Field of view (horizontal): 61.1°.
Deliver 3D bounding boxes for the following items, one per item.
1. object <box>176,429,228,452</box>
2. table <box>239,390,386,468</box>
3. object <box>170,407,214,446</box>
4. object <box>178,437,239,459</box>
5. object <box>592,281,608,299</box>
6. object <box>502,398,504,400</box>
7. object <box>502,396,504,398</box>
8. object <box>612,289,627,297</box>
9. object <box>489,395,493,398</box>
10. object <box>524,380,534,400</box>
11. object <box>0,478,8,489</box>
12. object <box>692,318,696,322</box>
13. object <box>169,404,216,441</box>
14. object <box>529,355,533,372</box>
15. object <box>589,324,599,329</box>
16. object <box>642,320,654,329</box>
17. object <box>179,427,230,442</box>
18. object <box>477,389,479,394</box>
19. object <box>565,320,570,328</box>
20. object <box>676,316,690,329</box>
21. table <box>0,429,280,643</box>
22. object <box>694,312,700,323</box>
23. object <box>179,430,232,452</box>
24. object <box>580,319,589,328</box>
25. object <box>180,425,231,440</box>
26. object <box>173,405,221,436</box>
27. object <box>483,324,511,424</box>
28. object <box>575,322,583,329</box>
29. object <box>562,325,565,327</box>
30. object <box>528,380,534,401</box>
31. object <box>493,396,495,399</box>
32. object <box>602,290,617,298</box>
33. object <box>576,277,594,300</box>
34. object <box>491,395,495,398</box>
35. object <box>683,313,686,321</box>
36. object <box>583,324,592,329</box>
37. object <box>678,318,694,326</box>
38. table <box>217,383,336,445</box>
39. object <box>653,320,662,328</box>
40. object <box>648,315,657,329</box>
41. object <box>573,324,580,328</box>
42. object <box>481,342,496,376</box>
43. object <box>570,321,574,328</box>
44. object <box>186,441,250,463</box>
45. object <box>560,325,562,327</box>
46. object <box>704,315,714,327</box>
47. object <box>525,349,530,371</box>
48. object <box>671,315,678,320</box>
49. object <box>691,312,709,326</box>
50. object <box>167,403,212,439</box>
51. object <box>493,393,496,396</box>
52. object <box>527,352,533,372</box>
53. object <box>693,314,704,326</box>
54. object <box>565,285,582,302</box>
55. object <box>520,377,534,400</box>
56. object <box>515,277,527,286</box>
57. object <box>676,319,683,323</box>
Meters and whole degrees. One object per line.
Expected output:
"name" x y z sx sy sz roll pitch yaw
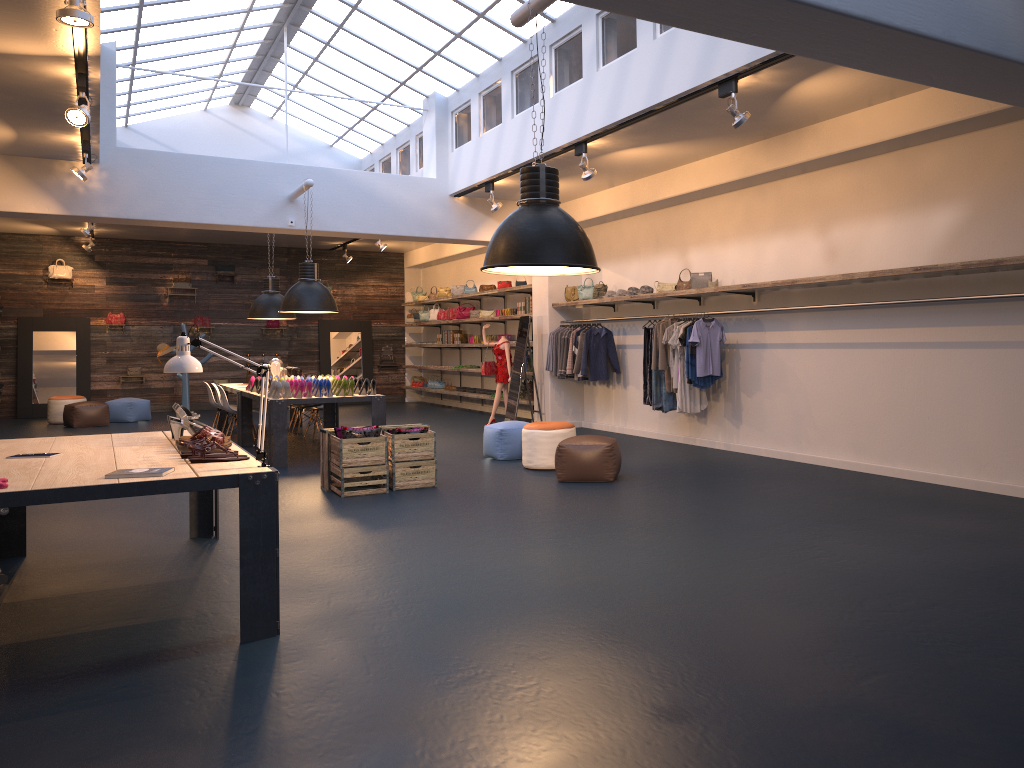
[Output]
"object" -1.698 0.303 4.768 0.273 0.117 0.094 -1 1 -21
"table" -2.526 0.478 10.736 1.327 0.741 2.355 -1 2 -27
"object" -1.834 0.239 5.060 0.303 0.224 0.109 -1 0 -38
"object" -1.573 0.326 4.508 0.300 0.090 0.208 -1 2 -25
"object" 1.296 -1.376 12.841 0.254 0.284 0.358 0 1 -9
"object" -0.074 0.243 15.243 0.253 0.058 0.077 -2 2 -34
"object" -0.098 0.239 15.327 0.253 0.058 0.077 -2 2 -34
"object" 1.528 -1.275 12.238 0.235 0.125 0.188 0 1 8
"object" -0.320 0.222 15.774 0.253 0.058 0.077 -2 2 -34
"object" 0.372 0.106 14.725 0.399 0.339 0.203 -1 0 -22
"object" -2.153 0.394 3.540 0.170 0.051 0.283 -2 3 -32
"object" 2.226 -0.769 10.557 0.417 0.198 0.008 -1 0 -30
"object" -1.939 0.229 5.318 0.300 0.224 0.110 -1 0 -28
"object" 0.446 -0.378 14.461 0.369 0.356 0.150 -1 0 -29
"object" 1.203 -0.844 12.716 0.464 0.220 0.009 -1 0 -30
"object" 1.815 -0.814 11.426 0.250 0.177 0.013 -1 -1 -30
"object" -1.721 0.299 4.871 0.279 0.117 0.092 -2 1 -36
"object" -0.584 0.140 16.771 0.187 0.088 0.065 0 0 -2
"object" 0.861 -0.874 13.424 0.464 0.220 0.009 -1 0 -30
"object" 2.166 -0.775 10.692 0.388 0.198 0.013 -1 0 -30
"table" -2.128 0.740 4.646 1.327 0.741 2.355 -1 2 -27
"object" 2.255 -0.756 10.500 0.463 0.220 0.009 -1 -1 -29
"object" -1.645 0.307 4.669 0.279 0.117 0.092 -2 1 -35
"object" 1.087 -0.857 12.979 0.464 0.220 0.009 -1 0 -30
"object" -1.754 0.295 4.977 0.275 0.117 0.094 -1 1 -25
"object" -1.870 0.234 5.188 0.303 0.224 0.109 -1 0 -38
"object" -0.168 -0.156 14.160 0.687 1.667 0.373 -1 -1 40
"object" 1.020 -0.860 13.087 0.464 0.220 0.009 -1 0 -30
"object" 0.809 -0.876 13.523 0.464 0.220 0.009 -1 0 -30
"object" 0.420 0.104 14.544 0.369 0.356 0.150 -1 0 -29
"object" -0.252 0.228 15.615 0.253 0.058 0.077 -2 2 -34
"object" 1.408 -1.285 12.490 0.235 0.125 0.188 0 1 8
"object" 1.161 -1.435 13.183 0.362 0.367 0.179 0 -1 6
"object" -0.276 0.224 15.699 0.253 0.058 0.077 -2 2 -34
"object" 2.137 -0.776 10.740 0.324 0.198 0.011 -1 -1 -30
"object" 1.137 -0.853 12.877 0.464 0.220 0.009 -1 0 -30
"object" 2.185 -0.783 10.653 0.388 0.177 0.013 -1 0 -30
"table" -3.547 0.393 12.879 1.327 0.741 2.355 -1 2 -27
"object" 1.916 -0.806 11.216 0.250 0.177 0.013 -1 -1 -30
"object" 1.868 -0.810 11.317 0.250 0.177 0.013 -1 -1 -30
"object" 0.981 -0.863 13.169 0.464 0.220 0.009 -1 0 -30
"object" -0.373 -0.420 14.324 0.083 0.554 0.345 -1 -1 39
"object" 0.925 -0.868 13.288 0.464 0.220 0.009 -1 0 -30
"object" -1.461 0.334 4.317 0.299 0.090 0.199 -2 2 -29
"object" 0.782 -0.878 13.580 0.464 0.220 0.009 -1 0 -30
"object" 2.339 -0.769 10.321 0.435 0.179 0.016 -1 0 -29
"object" 0.341 -0.409 14.796 0.394 0.391 0.169 -1 -1 -16
"object" 2.045 -0.793 10.930 0.435 0.179 0.016 -1 0 -29
"object" 2.307 -0.770 10.384 0.435 0.179 0.016 -1 0 -29
"object" -1.997 0.225 5.428 0.301 0.224 0.110 -1 0 -29
"object" -0.247 0.194 15.767 0.253 0.063 0.078 -2 1 -25
"object" 0.397 -0.377 14.642 0.399 0.339 0.203 -1 0 -22
"object" 2.288 -0.754 10.431 0.463 0.220 0.009 -1 0 -30
"object" 0.973 -1.396 13.449 0.321 0.284 0.202 0 0 -1
"object" 0.316 0.073 14.879 0.394 0.391 0.169 -1 -1 -16
"object" 0.158 -1.806 14.907 0.200 0.280 0.059 0 -1 0
"object" 2.098 -0.769 10.829 0.464 0.220 0.009 -1 0 -30
